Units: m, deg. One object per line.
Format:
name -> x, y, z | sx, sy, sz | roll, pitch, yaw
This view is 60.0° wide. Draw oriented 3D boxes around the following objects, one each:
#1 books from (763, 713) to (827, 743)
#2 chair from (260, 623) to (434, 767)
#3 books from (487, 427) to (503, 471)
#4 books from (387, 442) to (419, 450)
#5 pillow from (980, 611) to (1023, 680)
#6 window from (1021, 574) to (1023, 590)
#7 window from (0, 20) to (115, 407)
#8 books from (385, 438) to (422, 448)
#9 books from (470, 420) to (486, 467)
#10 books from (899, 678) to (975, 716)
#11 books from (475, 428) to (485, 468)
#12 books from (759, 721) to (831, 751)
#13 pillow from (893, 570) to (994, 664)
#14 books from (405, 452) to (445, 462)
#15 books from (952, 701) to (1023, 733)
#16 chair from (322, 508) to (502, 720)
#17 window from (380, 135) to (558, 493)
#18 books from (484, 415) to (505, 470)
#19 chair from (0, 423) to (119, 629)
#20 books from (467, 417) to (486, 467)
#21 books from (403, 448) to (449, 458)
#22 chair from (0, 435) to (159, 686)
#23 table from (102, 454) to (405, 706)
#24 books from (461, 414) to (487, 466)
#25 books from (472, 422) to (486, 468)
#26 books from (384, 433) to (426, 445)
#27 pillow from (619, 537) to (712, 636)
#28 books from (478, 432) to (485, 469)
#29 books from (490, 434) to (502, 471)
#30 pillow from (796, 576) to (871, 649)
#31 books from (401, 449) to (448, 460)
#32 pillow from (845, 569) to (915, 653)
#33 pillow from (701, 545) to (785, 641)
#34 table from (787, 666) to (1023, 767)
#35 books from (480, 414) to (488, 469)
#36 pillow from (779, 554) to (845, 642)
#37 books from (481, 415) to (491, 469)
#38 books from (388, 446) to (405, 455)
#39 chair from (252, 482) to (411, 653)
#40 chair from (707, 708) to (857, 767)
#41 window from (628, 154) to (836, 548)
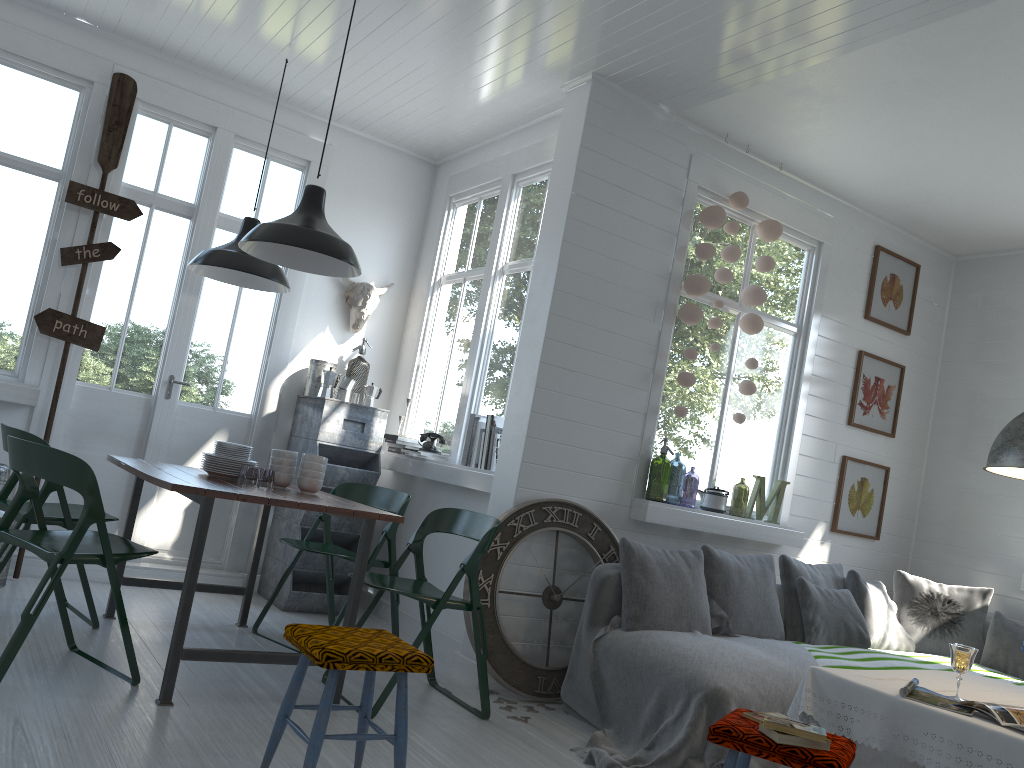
books -> 0.901, 1.094, 2.829 | 0.189, 0.022, 0.134 | 9, -6, 19
chair -> -0.591, 1.176, 3.114 | 0.420, 0.562, 0.419 | 14, -6, -32
books -> -0.067, 0.422, 5.592 | 0.167, 0.282, 0.061 | 14, -6, -32
books -> -0.768, 0.484, 6.668 | 0.237, 0.028, 0.299 | 14, -7, -34
pillow -> 3.430, 1.782, 5.901 | 0.281, 0.438, 0.495 | 14, -6, -30
window -> 4.306, 0.307, 5.734 | 0.379, 2.394, 1.481 | 14, -6, -32
window -> -3.536, -1.181, 5.557 | 1.485, 2.394, 0.254 | 14, -6, -32
books -> -0.786, 0.449, 6.643 | 0.262, 0.028, 0.320 | 13, -6, -22
books -> -0.159, 0.406, 5.763 | 0.200, 0.314, 0.025 | 14, -6, -32
books -> 1.515, 1.106, 3.141 | 0.228, 0.043, 0.301 | 7, -7, 32
books -> -0.157, 0.426, 5.692 | 0.137, 0.262, 0.056 | 14, -6, -32
books -> 0.899, 1.120, 2.824 | 0.182, 0.030, 0.129 | 12, -6, -10
pillow -> 3.051, 1.665, 6.277 | 0.638, 0.560, 0.396 | 10, -5, 8
books -> -0.626, 0.523, 6.346 | 0.232, 0.017, 0.313 | 12, -6, -17
books -> 1.736, 1.119, 2.926 | 0.300, 0.049, 0.422 | 12, -6, -17
chair -> -0.466, 1.129, 4.543 | 0.732, 1.005, 0.651 | 14, -6, -32
window -> -0.248, -0.495, 6.243 | 0.254, 2.394, 1.872 | 14, -6, -32
books -> -0.067, 0.389, 5.630 | 0.204, 0.354, 0.063 | 14, -6, -32
chair -> -2.570, 0.763, 4.818 | 0.732, 1.005, 0.651 | 15, -7, -42
books -> -0.178, 0.395, 5.787 | 0.187, 0.332, 0.060 | 14, -6, -32
books -> -0.613, 0.493, 6.356 | 0.251, 0.014, 0.311 | 13, -6, -25
chair -> -1.995, 0.778, 3.910 | 0.650, 1.005, 0.732 | 7, -6, 38
table -> -1.503, 0.970, 4.662 | 1.173, 0.928, 1.694 | 14, -7, -34
books -> -0.208, 0.386, 5.842 | 0.195, 0.350, 0.065 | 14, -6, -32
books -> -0.147, 0.411, 5.744 | 0.195, 0.304, 0.040 | 14, -6, -32
books -> -0.807, 0.415, 6.641 | 0.236, 0.035, 0.296 | 14, -7, -30
pillow -> 0.875, 1.174, 5.013 | 0.640, 0.521, 0.278 | 14, -6, -32
books -> -0.145, 0.436, 5.663 | 0.122, 0.239, 0.054 | 14, -6, -32
books -> -0.052, 0.443, 5.560 | 0.148, 0.239, 0.058 | 14, -6, -32
pillow -> 2.015, 1.485, 5.677 | 0.528, 0.444, 0.277 | 12, -5, -17
books -> -0.625, 0.507, 6.353 | 0.232, 0.017, 0.307 | 14, -7, -34
pillow -> 2.460, 1.556, 6.057 | 0.617, 0.525, 0.344 | 14, -6, -33
pillow -> 1.429, 1.296, 5.477 | 0.642, 0.520, 0.280 | 14, -6, -31
table -> 1.924, 1.581, 3.282 | 1.673, 0.724, 1.327 | 14, -6, -31
books -> -0.099, 0.387, 5.673 | 0.194, 0.354, 0.049 | 14, -6, -32
pillow -> 2.011, 1.444, 5.837 | 0.640, 0.560, 0.278 | 14, -6, -31
books -> -0.085, 0.389, 5.654 | 0.195, 0.352, 0.070 | 14, -6, -32
books -> -0.762, 0.519, 6.661 | 0.237, 0.040, 0.320 | 14, -7, -30
chair -> -1.058, 1.114, 5.477 | 0.650, 1.005, 0.732 | 7, -6, 38
chair -> 0.854, 1.427, 2.915 | 0.419, 0.562, 0.420 | 8, -6, 28
window -> 1.583, -0.171, 6.050 | 1.485, 2.394, 0.254 | 14, -6, -32
